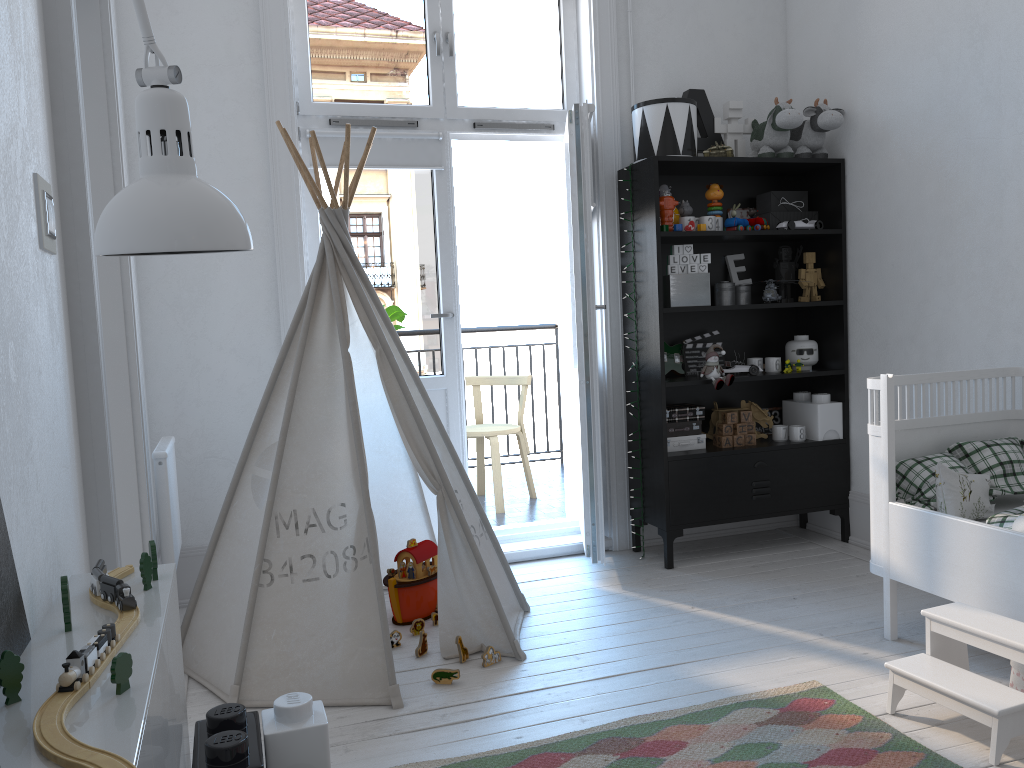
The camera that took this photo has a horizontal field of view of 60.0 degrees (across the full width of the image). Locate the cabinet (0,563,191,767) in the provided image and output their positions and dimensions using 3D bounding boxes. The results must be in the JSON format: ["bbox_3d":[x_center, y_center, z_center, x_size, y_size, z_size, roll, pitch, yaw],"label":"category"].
[{"bbox_3d":[-0.553,0.590,1.184,0.182,0.455,0.970,-4,4,-18],"label":"cabinet"}]

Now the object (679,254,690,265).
[{"bbox_3d":[0.713,-0.515,3.677,0.040,0.040,0.040,-3,4,2],"label":"object"}]

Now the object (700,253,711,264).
[{"bbox_3d":[0.803,-0.520,3.682,0.040,0.040,0.040,-2,4,7],"label":"object"}]

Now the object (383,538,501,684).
[{"bbox_3d":[-0.266,0.710,2.989,0.385,0.284,0.856,-5,4,-26],"label":"object"}]

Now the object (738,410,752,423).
[{"bbox_3d":[1.013,0.140,3.850,0.050,0.050,0.050,-3,4,2],"label":"object"}]

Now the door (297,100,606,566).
[{"bbox_3d":[-0.173,-0.177,3.617,1.263,1.840,0.636,-4,5,-16],"label":"door"}]

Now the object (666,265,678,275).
[{"bbox_3d":[0.664,-0.473,3.678,0.040,0.040,0.040,-3,4,-3],"label":"object"}]

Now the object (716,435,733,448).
[{"bbox_3d":[0.913,0.247,3.809,0.050,0.050,0.050,-4,4,-18],"label":"object"}]

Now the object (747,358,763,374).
[{"bbox_3d":[1.069,-0.080,3.899,0.067,0.067,0.067,-3,4,-4],"label":"object"}]

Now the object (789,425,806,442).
[{"bbox_3d":[1.249,0.217,3.881,0.067,0.067,0.067,-3,4,-4],"label":"object"}]

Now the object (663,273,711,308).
[{"bbox_3d":[0.733,-0.391,3.724,0.170,0.138,0.124,-3,4,-3],"label":"object"}]

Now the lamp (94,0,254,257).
[{"bbox_3d":[-0.526,-0.478,0.952,0.200,0.656,0.651,-1,4,16],"label":"lamp"}]

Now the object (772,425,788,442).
[{"bbox_3d":[1.185,0.218,3.918,0.067,0.067,0.067,-3,4,-4],"label":"object"}]

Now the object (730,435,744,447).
[{"bbox_3d":[0.969,0.243,3.827,0.050,0.050,0.050,-4,4,-13],"label":"object"}]

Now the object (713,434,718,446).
[{"bbox_3d":[0.910,0.243,3.866,0.050,0.050,0.050,-4,4,-18],"label":"object"}]

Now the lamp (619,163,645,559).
[{"bbox_3d":[0.938,-0.115,3.935,0.985,1.685,0.095,-4,5,-20],"label":"lamp"}]

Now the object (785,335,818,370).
[{"bbox_3d":[1.298,-0.138,3.975,0.139,0.162,0.139,-7,6,-43],"label":"object"}]

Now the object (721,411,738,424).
[{"bbox_3d":[0.938,0.145,3.824,0.050,0.050,0.050,-4,4,-18],"label":"object"}]

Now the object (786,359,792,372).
[{"bbox_3d":[1.215,-0.081,3.898,0.042,0.054,0.031,-4,5,-18],"label":"object"}]

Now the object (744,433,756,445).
[{"bbox_3d":[1.032,0.239,3.848,0.050,0.050,0.050,-2,4,12],"label":"object"}]

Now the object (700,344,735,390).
[{"bbox_3d":[0.849,-0.071,3.664,0.110,0.186,0.129,-5,5,-31],"label":"object"}]

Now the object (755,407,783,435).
[{"bbox_3d":[1.125,0.179,4.109,0.347,0.120,0.034,-4,5,-18],"label":"object"}]

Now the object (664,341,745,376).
[{"bbox_3d":[0.804,-0.105,3.955,0.542,0.239,0.093,-4,5,-17],"label":"object"}]

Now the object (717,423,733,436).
[{"bbox_3d":[0.921,0.195,3.830,0.050,0.050,0.050,-4,4,-18],"label":"object"}]

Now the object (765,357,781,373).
[{"bbox_3d":[1.140,-0.082,3.873,0.067,0.067,0.067,-3,4,-4],"label":"object"}]

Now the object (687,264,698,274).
[{"bbox_3d":[0.746,-0.477,3.682,0.040,0.040,0.040,-3,4,-3],"label":"object"}]

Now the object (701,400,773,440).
[{"bbox_3d":[1.006,0.166,3.975,0.337,0.186,0.111,-3,4,-3],"label":"object"}]

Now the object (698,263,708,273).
[{"bbox_3d":[0.792,-0.479,3.684,0.040,0.040,0.040,-2,4,12],"label":"object"}]

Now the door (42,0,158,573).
[{"bbox_3d":[-1.236,-0.148,2.393,0.505,2.178,1.465,-6,5,-33],"label":"door"}]

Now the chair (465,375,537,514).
[{"bbox_3d":[-0.131,0.319,5.004,0.436,0.716,0.497,0,5,27],"label":"chair"}]

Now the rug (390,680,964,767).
[{"bbox_3d":[0.538,0.924,1.318,1.319,0.016,2.028,-4,4,-18],"label":"rug"}]

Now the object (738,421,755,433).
[{"bbox_3d":[1.024,0.188,3.871,0.050,0.050,0.050,-4,4,-18],"label":"object"}]

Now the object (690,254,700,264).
[{"bbox_3d":[0.758,-0.517,3.679,0.040,0.040,0.040,-2,4,12],"label":"object"}]

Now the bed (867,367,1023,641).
[{"bbox_3d":[1.650,0.394,2.292,0.670,0.833,1.403,-4,4,-18],"label":"bed"}]

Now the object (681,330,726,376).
[{"bbox_3d":[0.850,-0.137,3.941,0.200,0.199,0.048,-4,5,-18],"label":"object"}]

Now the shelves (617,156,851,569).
[{"bbox_3d":[0.982,-0.110,3.883,0.911,1.678,0.353,-4,5,-18],"label":"shelves"}]

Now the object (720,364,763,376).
[{"bbox_3d":[0.962,-0.060,3.825,0.230,0.048,0.098,-2,4,7],"label":"object"}]

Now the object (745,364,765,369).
[{"bbox_3d":[1.135,-0.077,4.037,0.163,0.034,0.069,-4,4,-18],"label":"object"}]

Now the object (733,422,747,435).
[{"bbox_3d":[0.981,0.193,3.828,0.050,0.050,0.050,-4,4,-18],"label":"object"}]

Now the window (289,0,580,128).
[{"bbox_3d":[-0.299,-1.435,3.758,1.262,0.661,0.101,-4,5,-18],"label":"window"}]

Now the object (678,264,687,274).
[{"bbox_3d":[0.702,-0.475,3.687,0.040,0.040,0.040,-4,4,-13],"label":"object"}]

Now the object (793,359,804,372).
[{"bbox_3d":[1.253,-0.081,3.878,0.042,0.054,0.031,0,5,27],"label":"object"}]

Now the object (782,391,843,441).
[{"bbox_3d":[1.350,0.139,3.994,0.132,0.199,0.267,-4,4,-18],"label":"object"}]

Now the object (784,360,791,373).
[{"bbox_3d":[1.191,-0.075,3.834,0.031,0.054,0.042,0,5,32],"label":"object"}]
